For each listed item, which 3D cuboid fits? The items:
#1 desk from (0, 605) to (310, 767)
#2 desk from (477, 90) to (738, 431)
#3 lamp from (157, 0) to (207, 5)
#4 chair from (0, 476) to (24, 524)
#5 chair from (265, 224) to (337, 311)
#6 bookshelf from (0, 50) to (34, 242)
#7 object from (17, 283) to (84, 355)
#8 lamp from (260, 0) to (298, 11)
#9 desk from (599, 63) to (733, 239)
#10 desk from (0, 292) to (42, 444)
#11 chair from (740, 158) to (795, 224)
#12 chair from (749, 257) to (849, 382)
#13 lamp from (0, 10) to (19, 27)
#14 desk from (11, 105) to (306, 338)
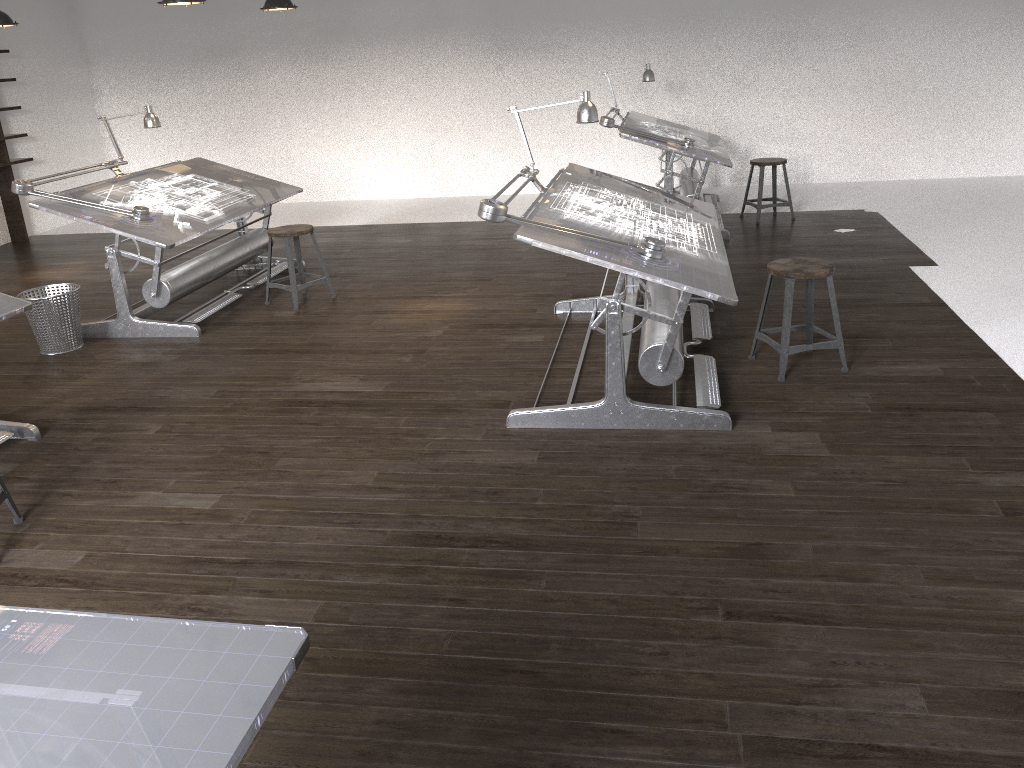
[{"bbox_3d":[-0.989,0.785,0.983,1.171,1.170,1.289,0,20,10],"label":"desk"},{"bbox_3d":[0.521,-0.768,4.480,1.076,1.365,2.103,0,21,10],"label":"desk"},{"bbox_3d":[-2.259,-3.569,5.518,0.314,2.217,0.314,9,23,34],"label":"lamp"},{"bbox_3d":[-2.046,0.374,3.162,0.372,0.520,0.364,-7,20,-10],"label":"chair"},{"bbox_3d":[-1.508,-0.823,6.175,0.360,0.520,0.376,11,25,37],"label":"chair"},{"bbox_3d":[-5.927,-0.710,4.947,0.373,3.156,9.329,0,21,10],"label":"bookshelf"},{"bbox_3d":[-2.823,-0.395,5.480,0.354,0.372,0.357,8,23,31],"label":"object"},{"bbox_3d":[-1.997,-4.145,6.966,0.313,2.217,0.315,-7,19,-9],"label":"lamp"},{"bbox_3d":[1.357,-2.145,7.910,1.076,1.365,2.103,0,21,10],"label":"desk"},{"bbox_3d":[-2.957,-0.021,3.153,1.076,1.365,2.317,0,21,10],"label":"desk"},{"bbox_3d":[2.256,-1.712,7.821,0.372,0.520,0.364,-7,20,-10],"label":"chair"},{"bbox_3d":[1.419,-0.333,4.387,0.372,0.520,0.364,-7,20,-10],"label":"chair"},{"bbox_3d":[-4.145,-3.879,6.655,0.314,2.217,0.314,9,23,34],"label":"lamp"},{"bbox_3d":[-2.392,-1.262,6.277,1.076,1.365,2.103,0,21,10],"label":"desk"}]
